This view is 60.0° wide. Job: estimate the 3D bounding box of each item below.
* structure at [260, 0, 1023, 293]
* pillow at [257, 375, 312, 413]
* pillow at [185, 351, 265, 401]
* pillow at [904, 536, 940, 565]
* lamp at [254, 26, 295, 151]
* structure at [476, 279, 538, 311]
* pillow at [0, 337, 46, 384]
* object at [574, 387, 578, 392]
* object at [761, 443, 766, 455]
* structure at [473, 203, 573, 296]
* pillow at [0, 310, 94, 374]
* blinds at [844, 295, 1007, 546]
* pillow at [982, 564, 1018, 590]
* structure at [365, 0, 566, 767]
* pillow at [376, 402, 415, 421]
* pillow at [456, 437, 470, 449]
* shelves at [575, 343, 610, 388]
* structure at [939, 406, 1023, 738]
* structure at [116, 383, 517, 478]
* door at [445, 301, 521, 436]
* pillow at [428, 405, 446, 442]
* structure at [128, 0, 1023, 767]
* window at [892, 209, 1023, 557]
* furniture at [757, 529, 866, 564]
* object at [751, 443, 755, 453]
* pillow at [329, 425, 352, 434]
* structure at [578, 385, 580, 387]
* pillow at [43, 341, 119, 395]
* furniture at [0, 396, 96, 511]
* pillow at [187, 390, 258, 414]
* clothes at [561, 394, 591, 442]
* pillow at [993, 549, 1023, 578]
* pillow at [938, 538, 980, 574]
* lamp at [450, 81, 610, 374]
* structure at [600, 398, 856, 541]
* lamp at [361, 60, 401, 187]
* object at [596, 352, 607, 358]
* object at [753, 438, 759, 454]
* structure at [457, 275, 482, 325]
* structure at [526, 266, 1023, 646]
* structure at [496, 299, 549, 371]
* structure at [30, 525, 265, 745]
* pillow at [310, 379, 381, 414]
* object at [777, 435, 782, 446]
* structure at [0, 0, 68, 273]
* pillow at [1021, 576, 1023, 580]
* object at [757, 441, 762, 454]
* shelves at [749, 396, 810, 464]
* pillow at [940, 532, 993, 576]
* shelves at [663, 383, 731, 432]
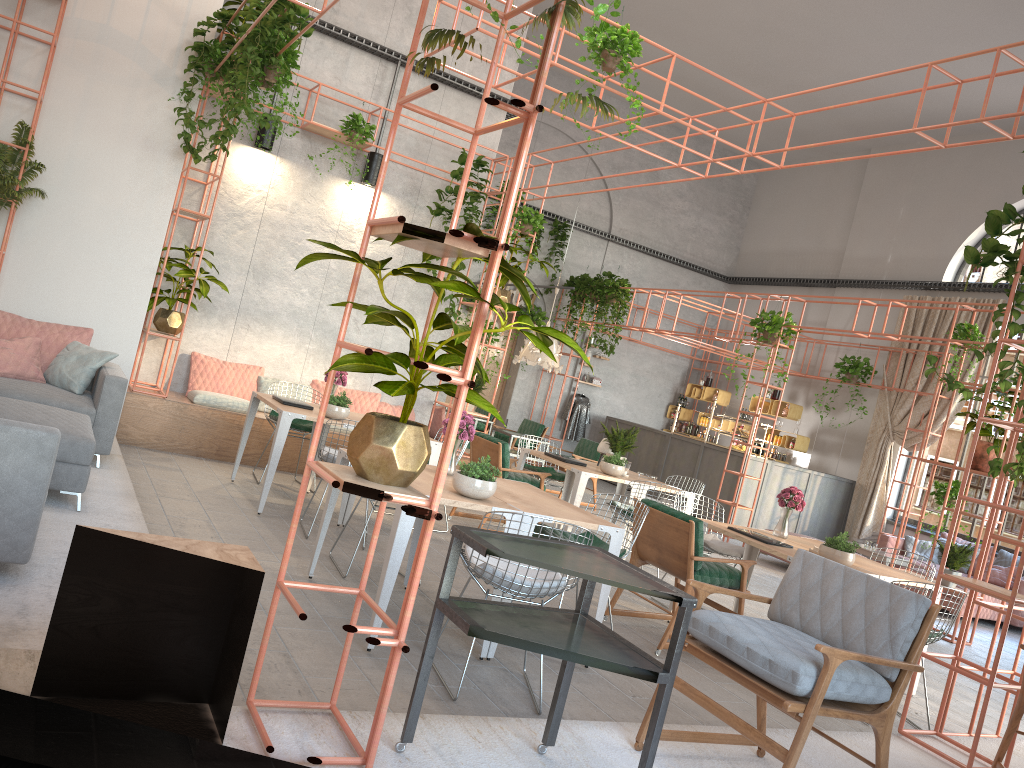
[{"bbox_3d":[1.668,-2.905,9.051,15.603,0.110,15.203,14,1,-28],"label":"structure"},{"bbox_3d":[-2.520,0.156,9.831,0.666,0.385,0.289,14,1,-33],"label":"pillow"},{"bbox_3d":[-3.068,-0.030,9.547,0.839,0.474,0.276,14,1,-38],"label":"pillow"},{"bbox_3d":[5.830,2.366,12.576,0.500,0.324,0.307,14,0,7],"label":"pillow"},{"bbox_3d":[-2.464,-3.190,9.396,0.179,1.425,0.185,14,1,-28],"label":"lamp"},{"bbox_3d":[-0.106,-1.759,16.798,1.312,0.505,0.063,14,1,-28],"label":"structure"},{"bbox_3d":[-3.672,-0.211,6.445,0.441,0.317,0.479,15,1,43],"label":"pillow"},{"bbox_3d":[1.287,0.101,17.725,0.093,0.121,0.049,14,1,-26],"label":"object"},{"bbox_3d":[4.665,1.180,16.466,0.074,0.287,0.072,14,0,4],"label":"object"},{"bbox_3d":[0.153,-2.557,16.700,1.939,1.514,0.856,14,1,-34],"label":"structure"},{"bbox_3d":[-3.676,-0.282,6.737,0.836,0.476,0.273,14,1,-28],"label":"pillow"},{"bbox_3d":[7.186,0.892,12.841,0.414,4.389,4.957,14,1,-27],"label":"blinds"},{"bbox_3d":[6.452,2.515,11.742,0.479,0.317,0.441,15,1,43],"label":"pillow"},{"bbox_3d":[-0.063,-0.517,2.381,0.748,3.623,0.722,14,1,-28],"label":"structure"},{"bbox_3d":[-1.422,0.429,10.435,0.666,0.385,0.289,14,1,-33],"label":"pillow"},{"bbox_3d":[-0.795,0.720,11.612,0.491,0.149,0.637,14,1,-27],"label":"pillow"},{"bbox_3d":[1.635,-0.370,17.766,0.560,0.790,0.186,14,1,-28],"label":"shelves"},{"bbox_3d":[3.478,0.557,5.529,0.624,3.602,0.424,14,1,-28],"label":"structure"},{"bbox_3d":[-3.163,0.425,12.018,4.386,0.500,5.831,14,1,-28],"label":"structure"},{"bbox_3d":[-0.822,-0.203,17.460,1.360,2.729,0.551,14,1,-28],"label":"door"},{"bbox_3d":[-1.063,0.464,11.317,0.276,0.474,0.839,14,1,-38],"label":"pillow"},{"bbox_3d":[-1.710,-1.385,9.647,4.501,4.345,14.096,14,1,-29],"label":"structure"},{"bbox_3d":[7.992,-0.181,12.977,0.089,5.538,4.127,14,1,-28],"label":"window"},{"bbox_3d":[3.887,2.237,11.487,0.941,0.446,0.976,14,1,-28],"label":"furniture"},{"bbox_3d":[4.475,1.153,16.448,0.082,0.246,0.082,14,0,5],"label":"object"},{"bbox_3d":[-2.087,0.410,9.634,0.637,0.149,0.491,14,1,-27],"label":"pillow"},{"bbox_3d":[1.325,0.035,17.752,0.066,0.044,0.019,14,1,-28],"label":"structure"},{"bbox_3d":[-3.256,-0.127,6.609,0.495,0.349,0.308,14,1,22],"label":"pillow"},{"bbox_3d":[-2.991,0.344,5.203,0.941,0.446,0.975,14,1,-28],"label":"furniture"},{"bbox_3d":[-2.984,0.187,9.141,0.637,0.149,0.491,14,1,-27],"label":"pillow"},{"bbox_3d":[1.309,0.698,17.747,0.366,0.997,0.625,15,1,42],"label":"clothes"},{"bbox_3d":[6.751,2.524,11.763,0.273,0.476,0.836,14,1,-28],"label":"pillow"},{"bbox_3d":[6.207,2.410,12.509,0.289,0.385,0.666,14,1,-28],"label":"pillow"},{"bbox_3d":[0.018,-2.374,13.621,0.704,4.052,4.456,14,1,-28],"label":"lamp"},{"bbox_3d":[3.848,1.369,16.420,2.579,2.022,4.057,14,1,-28],"label":"structure"},{"bbox_3d":[-1.429,-2.934,9.964,0.179,1.425,0.185,14,1,-28],"label":"lamp"},{"bbox_3d":[1.803,-0.597,17.844,0.263,0.101,0.013,14,1,-28],"label":"object"},{"bbox_3d":[4.522,1.143,16.378,0.066,0.291,0.066,14,1,-44],"label":"object"},{"bbox_3d":[-0.889,-1.324,16.516,0.921,1.527,0.950,14,0,5],"label":"structure"},{"bbox_3d":[5.341,0.954,11.800,4.157,4.247,14.689,14,1,-28],"label":"structure"},{"bbox_3d":[0.217,-1.029,17.175,0.950,1.527,0.921,14,1,-30],"label":"structure"},{"bbox_3d":[-3.085,-0.004,3.639,3.396,1.111,9.152,14,1,-28],"label":"structure"},{"bbox_3d":[-1.951,0.248,10.112,0.839,0.474,0.276,14,0,-8],"label":"pillow"},{"bbox_3d":[4.798,1.019,15.897,0.069,0.191,0.069,14,0,-11],"label":"object"},{"bbox_3d":[-4.514,-1.688,7.483,0.624,3.596,0.424,14,1,-28],"label":"structure"},{"bbox_3d":[6.615,2.540,11.318,0.308,0.349,0.495,14,1,22],"label":"pillow"},{"bbox_3d":[4.596,1.166,16.425,0.065,0.280,0.065,14,0,15],"label":"object"},{"bbox_3d":[4.642,1.193,16.357,0.328,1.838,1.750,14,1,-28],"label":"shelves"},{"bbox_3d":[6.350,2.413,12.567,0.276,0.474,0.839,14,1,-28],"label":"pillow"},{"bbox_3d":[3.769,0.958,18.050,0.328,1.838,1.750,14,1,-28],"label":"shelves"}]
